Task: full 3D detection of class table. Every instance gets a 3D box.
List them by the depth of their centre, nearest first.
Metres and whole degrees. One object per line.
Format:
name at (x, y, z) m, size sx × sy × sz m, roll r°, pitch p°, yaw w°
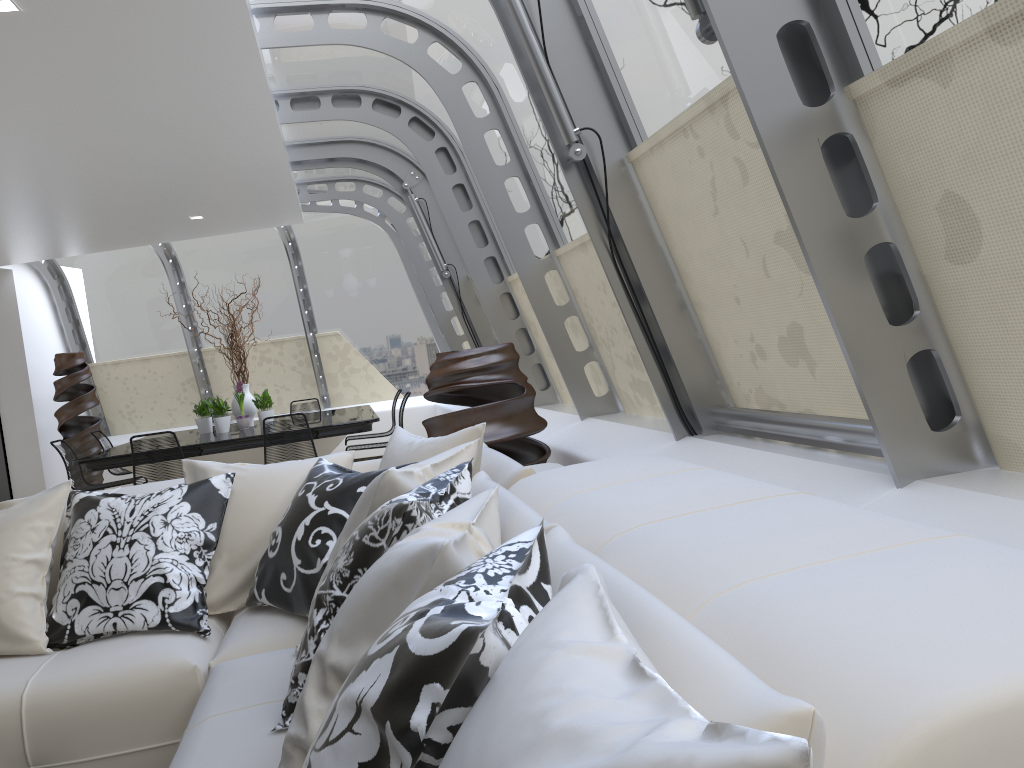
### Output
table at (-2.575, 0.811, 8.840) m, size 2.494 × 0.759 × 3.031 m, roll -8°, pitch 2°, yaw -11°

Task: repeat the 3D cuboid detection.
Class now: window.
window at (-6.856, 0.455, 5.193) m, size 16.693 × 3.674 × 16.171 m, roll -8°, pitch 2°, yaw -5°

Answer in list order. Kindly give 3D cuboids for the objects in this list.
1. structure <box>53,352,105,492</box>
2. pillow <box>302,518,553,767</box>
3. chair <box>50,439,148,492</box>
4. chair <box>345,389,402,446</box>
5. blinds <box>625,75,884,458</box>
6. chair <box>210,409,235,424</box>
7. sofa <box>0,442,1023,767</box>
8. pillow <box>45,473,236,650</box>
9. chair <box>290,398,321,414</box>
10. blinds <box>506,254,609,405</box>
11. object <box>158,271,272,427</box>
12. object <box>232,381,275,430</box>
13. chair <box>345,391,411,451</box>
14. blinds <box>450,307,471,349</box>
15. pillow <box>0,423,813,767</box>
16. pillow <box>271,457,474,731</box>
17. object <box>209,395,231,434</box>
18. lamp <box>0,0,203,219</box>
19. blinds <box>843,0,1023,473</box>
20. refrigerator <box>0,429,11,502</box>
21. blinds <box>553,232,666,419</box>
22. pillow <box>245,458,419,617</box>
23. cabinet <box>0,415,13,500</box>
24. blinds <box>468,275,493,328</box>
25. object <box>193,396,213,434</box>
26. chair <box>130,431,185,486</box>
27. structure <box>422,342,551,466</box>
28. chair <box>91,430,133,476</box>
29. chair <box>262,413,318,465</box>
structure at (-5.087, 0.544, 10.452) m, size 0.498 × 1.843 × 0.493 m, roll -7°, pitch 2°, yaw 1°
pillow at (-0.128, 0.482, 1.208) m, size 0.383 × 0.463 × 0.606 m, roll -7°, pitch 2°, yaw 8°
chair at (-3.732, 0.717, 8.022) m, size 0.688 × 0.519 × 0.446 m, roll -8°, pitch 2°, yaw -11°
chair at (-1.521, 0.357, 9.736) m, size 0.688 × 0.519 × 0.446 m, roll -8°, pitch 2°, yaw -11°
blinds at (0.844, -0.346, 3.030) m, size 0.387 × 1.214 × 1.376 m, roll -8°, pitch 2°, yaw -11°
chair at (-3.323, 0.573, 10.257) m, size 0.446 × 0.519 × 0.688 m, roll -8°, pitch 2°, yaw -11°
sofa at (-0.941, 0.833, 1.704) m, size 3.257 × 0.866 × 4.169 m, roll -8°, pitch 2°, yaw -11°
pillow at (-1.219, 0.571, 2.849) m, size 0.604 × 0.471 × 0.394 m, roll -7°, pitch 2°, yaw 5°
chair at (-2.421, 0.448, 10.426) m, size 0.446 × 0.519 × 0.688 m, roll -8°, pitch 2°, yaw -11°
blinds at (0.309, -0.303, 6.052) m, size 0.329 × 1.027 × 1.430 m, roll -8°, pitch 2°, yaw -11°
object at (-2.906, -0.309, 8.803) m, size 1.031 × 1.549 × 1.135 m, roll -8°, pitch 2°, yaw -18°
object at (-2.503, 0.188, 8.702) m, size 0.417 × 0.476 × 0.238 m, roll -7°, pitch 2°, yaw 18°
chair at (-1.282, 0.377, 8.483) m, size 0.688 × 0.519 × 0.446 m, roll -8°, pitch 2°, yaw -11°
blinds at (-0.362, 0.127, 10.818) m, size 0.663 × 2.118 × 1.829 m, roll -8°, pitch 2°, yaw -11°
pillow at (-0.446, 0.467, 2.141) m, size 1.656 × 0.530 × 3.322 m, roll -9°, pitch 3°, yaw -40°
pillow at (-0.293, 0.462, 2.068) m, size 0.382 × 0.467 × 0.608 m, roll -7°, pitch 2°, yaw 9°
object at (-2.804, 0.286, 8.510) m, size 0.215 × 0.369 × 0.284 m, roll -7°, pitch 2°, yaw 23°
lamp at (-6.913, -0.937, 3.197) m, size 9.775 × 0.004 × 9.928 m, roll -8°, pitch 2°, yaw -10°
blinds at (1.173, -0.233, 1.523) m, size 0.329 × 1.027 × 1.430 m, roll -8°, pitch 2°, yaw -11°
refrigerator at (-6.615, 0.710, 10.768) m, size 1.006 × 1.742 × 0.234 m, roll -7°, pitch 2°, yaw 3°
blinds at (0.598, -0.280, 4.540) m, size 0.329 × 1.027 × 1.430 m, roll -8°, pitch 2°, yaw -11°
pillow at (-0.567, 0.500, 2.774) m, size 0.405 × 0.483 × 0.599 m, roll -10°, pitch 3°, yaw -42°
cabinet at (-7.235, 0.435, 11.086) m, size 2.252 × 2.558 × 0.831 m, roll -7°, pitch 2°, yaw 4°
blinds at (-0.019, -0.415, 7.553) m, size 0.387 × 1.214 × 1.376 m, roll -8°, pitch 2°, yaw -11°
object at (-3.086, 0.307, 8.897) m, size 0.215 × 0.369 × 0.284 m, roll -6°, pitch 3°, yaw 28°
chair at (-2.807, 0.630, 7.170) m, size 0.446 × 0.519 × 0.688 m, roll -8°, pitch 2°, yaw -11°
structure at (-0.122, 0.435, 4.568) m, size 0.672 × 1.258 × 0.674 m, roll -9°, pitch 3°, yaw -34°
chair at (-3.971, 0.698, 9.275) m, size 0.688 × 0.519 × 0.446 m, roll -8°, pitch 2°, yaw -11°
chair at (-1.836, 0.495, 7.353) m, size 0.446 × 0.519 × 0.688 m, roll -8°, pitch 2°, yaw -11°
